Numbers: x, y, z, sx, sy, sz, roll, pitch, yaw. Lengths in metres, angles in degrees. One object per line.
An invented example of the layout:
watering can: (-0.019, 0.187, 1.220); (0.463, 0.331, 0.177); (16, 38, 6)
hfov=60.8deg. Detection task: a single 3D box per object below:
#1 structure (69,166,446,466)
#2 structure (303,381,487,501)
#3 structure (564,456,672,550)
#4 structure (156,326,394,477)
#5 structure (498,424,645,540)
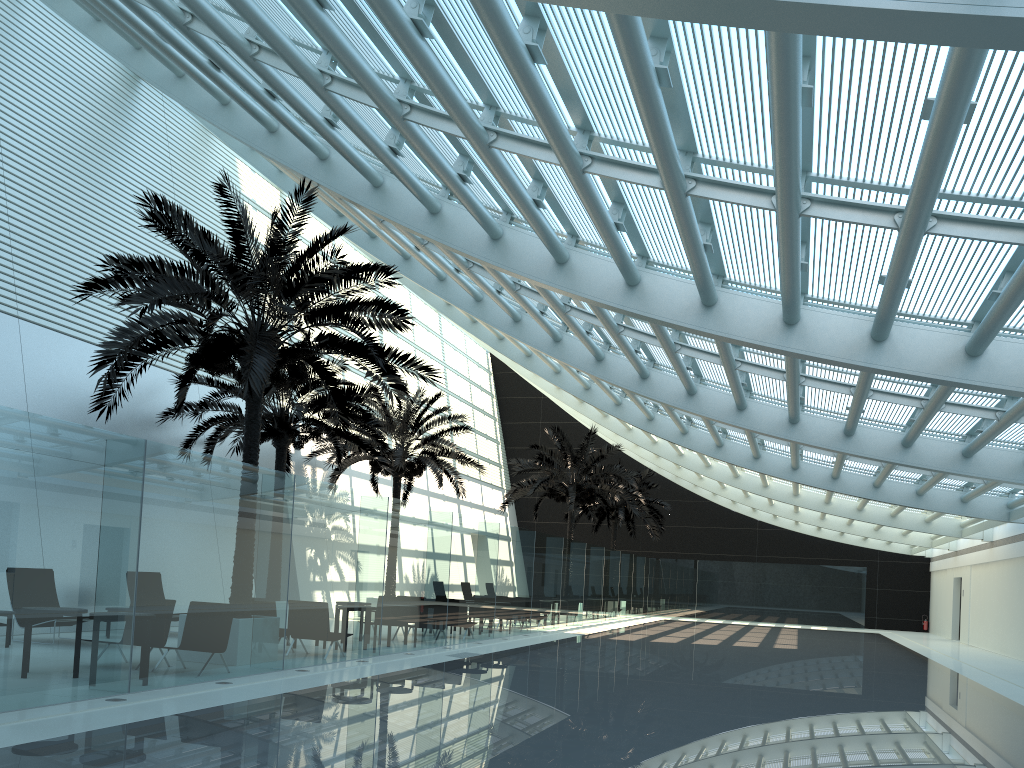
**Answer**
structure: (-3.902, 0.534, 12.634); (4.828, 6.884, 4.523); (-1, -7, 37)
structure: (-3.413, 3.348, 24.890); (4.693, 6.761, 4.312); (7, -7, -38)
structure: (4.697, 6.787, 38.710); (4.461, 6.882, 4.898); (3, -6, -3)
structure: (-5.106, 1.999, 19.088); (4.645, 6.702, 4.356); (3, -5, -3)
structure: (2.111, 4.922, 30.934); (4.816, 6.884, 4.533); (2, -5, 12)
